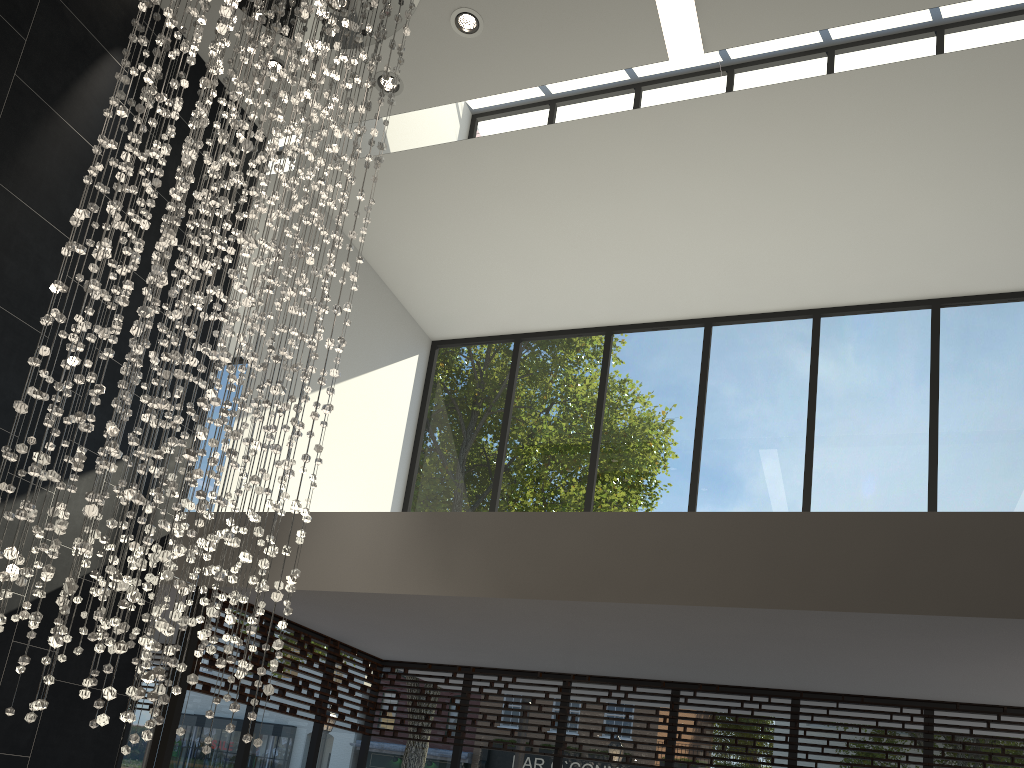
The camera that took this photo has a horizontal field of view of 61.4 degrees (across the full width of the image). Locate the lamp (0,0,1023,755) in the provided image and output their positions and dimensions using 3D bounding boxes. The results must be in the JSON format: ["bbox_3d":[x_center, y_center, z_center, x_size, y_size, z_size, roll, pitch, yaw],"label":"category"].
[{"bbox_3d":[4.204,-43.004,8.116,419.266,106.295,410.615,28,-32,-36],"label":"lamp"}]

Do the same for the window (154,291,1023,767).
[{"bbox_3d":[1.274,1.538,5.421,6.148,5.595,2.519,-1,-19,23],"label":"window"}]
